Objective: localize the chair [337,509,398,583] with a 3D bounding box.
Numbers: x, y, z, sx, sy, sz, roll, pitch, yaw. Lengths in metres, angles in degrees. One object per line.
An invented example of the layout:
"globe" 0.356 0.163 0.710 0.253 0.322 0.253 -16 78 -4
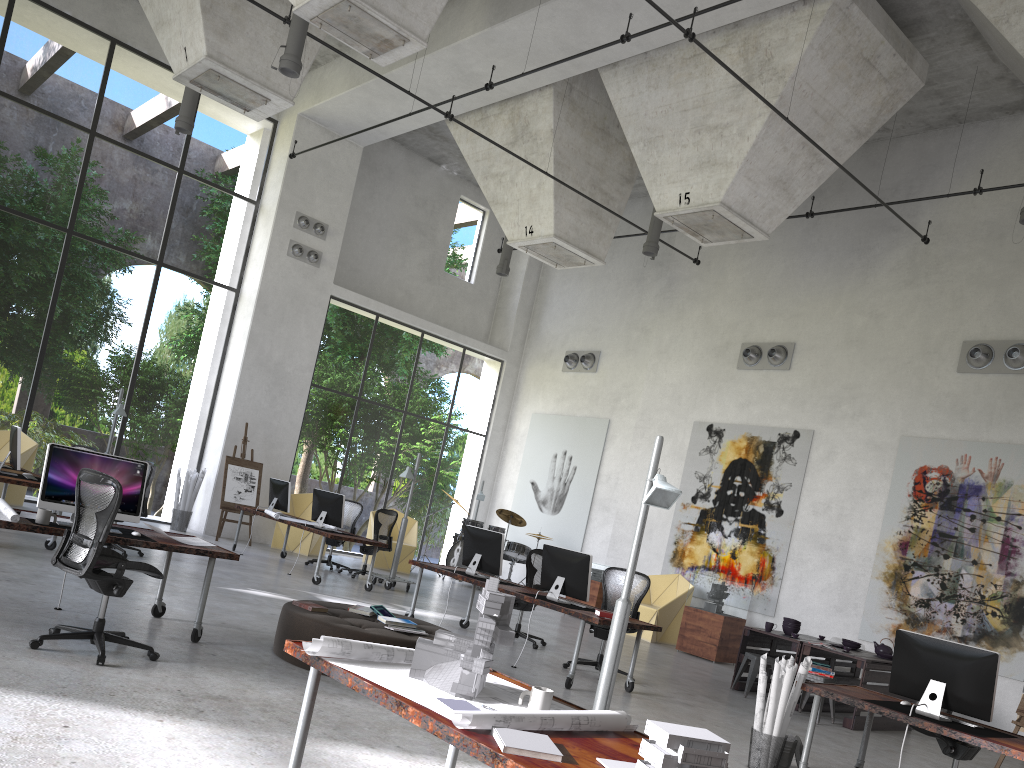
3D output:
"chair" -2.312 2.568 14.252 0.787 1.180 0.780 12 -3 13

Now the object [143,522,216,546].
"object" -2.619 1.186 6.908 0.478 0.085 0.432 19 -10 -37

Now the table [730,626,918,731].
"table" 3.821 3.563 10.661 1.534 0.791 1.586 18 -9 -40

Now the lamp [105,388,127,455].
"lamp" -6.343 1.115 13.765 0.589 2.144 0.589 14 -2 -41

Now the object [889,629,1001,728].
"object" 3.079 2.097 6.235 0.384 0.550 0.708 15 -6 -39

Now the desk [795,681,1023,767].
"desk" 3.406 2.740 5.705 0.981 0.720 3.103 17 -9 -40

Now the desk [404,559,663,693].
"desk" 0.051 2.600 9.566 0.992 0.720 3.101 17 -9 -40

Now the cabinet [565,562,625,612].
"cabinet" 1.504 3.698 15.589 0.756 1.009 0.727 16 -5 -40

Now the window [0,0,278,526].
"window" -7.419 -1.897 14.492 6.069 7.818 0.066 16 -3 -41

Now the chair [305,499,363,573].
"chair" -2.901 2.490 14.585 0.771 1.180 0.797 13 -3 -2

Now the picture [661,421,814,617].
"picture" 3.682 2.166 14.724 0.021 3.007 2.330 13 -3 -40

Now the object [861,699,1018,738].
"object" 3.021 2.374 6.231 0.700 0.008 0.841 19 -11 -38

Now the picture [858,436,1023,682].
"picture" 6.073 2.264 11.959 0.021 3.007 2.194 13 -3 -40

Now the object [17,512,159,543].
"object" -3.131 1.061 6.483 0.864 0.008 0.682 19 -11 -39

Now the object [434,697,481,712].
"object" -0.187 1.200 3.257 0.136 0.008 0.202 17 -10 -28

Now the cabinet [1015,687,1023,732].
"cabinet" 7.352 3.720 9.409 0.520 1.623 3.284 14 -6 -40

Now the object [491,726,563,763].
"object" 0.046 1.194 2.916 0.201 0.023 0.236 14 -9 -9

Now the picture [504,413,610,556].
"picture" 0.890 2.154 18.613 0.021 3.007 2.313 13 -3 -40

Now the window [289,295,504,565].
"window" -2.376 1.262 18.347 4.645 4.872 0.020 16 -3 -41

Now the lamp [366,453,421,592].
"lamp" -1.665 2.121 13.639 0.606 2.144 0.572 14 -2 -41

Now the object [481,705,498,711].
"object" -0.068 1.237 3.332 0.125 0.010 0.011 6 -8 35

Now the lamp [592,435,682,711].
"lamp" 0.684 1.368 5.404 0.584 2.144 0.593 13 -1 -16

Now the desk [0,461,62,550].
"desk" -6.305 1.364 10.603 0.981 0.720 3.103 17 -9 -40

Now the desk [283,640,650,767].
"desk" 0.288 1.631 2.959 0.992 0.720 3.101 17 -9 -40

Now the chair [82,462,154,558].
"chair" -4.788 1.483 10.749 0.761 1.180 0.807 10 -4 38

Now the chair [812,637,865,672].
"chair" 4.406 3.873 11.911 0.686 0.815 0.787 10 -5 34

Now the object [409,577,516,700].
"object" -0.199 1.024 3.593 0.362 0.518 0.496 13 -5 -5

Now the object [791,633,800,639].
"object" 3.389 3.008 10.489 0.115 0.056 0.140 7 -9 35

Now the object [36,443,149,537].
"object" -3.070 0.786 6.490 0.727 0.550 0.373 17 -6 -39

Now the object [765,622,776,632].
"object" 3.130 2.949 10.649 0.128 0.109 0.103 8 -6 41

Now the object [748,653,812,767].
"object" 1.990 2.470 6.631 0.323 0.934 0.339 13 -2 -23

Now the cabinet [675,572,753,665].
"cabinet" 3.116 3.615 13.541 0.604 1.250 0.735 14 -3 -40

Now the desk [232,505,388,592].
"desk" -3.187 2.473 13.348 0.992 0.720 3.101 17 -9 -40

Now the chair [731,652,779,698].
"chair" 2.936 3.487 10.467 0.421 0.487 0.439 13 -4 -5

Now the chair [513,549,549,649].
"chair" 0.149 2.565 10.731 0.783 1.180 0.784 10 -4 33

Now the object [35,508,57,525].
"object" -3.238 0.925 6.108 0.123 0.100 0.088 14 -4 -12

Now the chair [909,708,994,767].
"chair" 3.505 2.699 6.827 0.783 1.180 0.785 10 -4 38

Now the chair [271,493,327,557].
"chair" -3.874 2.574 16.401 0.975 1.164 0.945 12 -4 8

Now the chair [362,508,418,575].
"chair" -2.322 3.019 17.074 0.990 1.164 0.931 14 -4 -21

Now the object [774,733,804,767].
"object" 2.101 2.841 6.819 0.397 0.297 0.298 12 -5 3

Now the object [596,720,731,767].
"object" 0.542 1.201 2.804 0.392 0.181 0.417 14 -8 -15

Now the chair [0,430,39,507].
"chair" -7.963 1.225 13.482 0.977 1.164 0.943 12 -4 5

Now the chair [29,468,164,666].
"chair" -2.686 1.189 5.858 0.763 1.180 0.805 11 -4 23

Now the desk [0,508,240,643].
"desk" -3.650 1.262 6.170 3.188 0.720 0.964 19 -9 -40

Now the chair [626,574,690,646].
"chair" 2.402 3.671 14.573 0.951 1.164 0.969 16 -5 -42

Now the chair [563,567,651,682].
"chair" 1.087 2.596 9.600 0.764 1.180 0.804 11 -3 18

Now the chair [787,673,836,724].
"chair" 3.334 3.462 9.735 0.415 0.487 0.445 8 -6 44

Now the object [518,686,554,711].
"object" 0.096 1.247 3.459 0.123 0.100 0.088 14 -4 -12

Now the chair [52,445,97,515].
"chair" -6.010 1.371 11.758 0.766 1.180 0.803 12 -3 13
